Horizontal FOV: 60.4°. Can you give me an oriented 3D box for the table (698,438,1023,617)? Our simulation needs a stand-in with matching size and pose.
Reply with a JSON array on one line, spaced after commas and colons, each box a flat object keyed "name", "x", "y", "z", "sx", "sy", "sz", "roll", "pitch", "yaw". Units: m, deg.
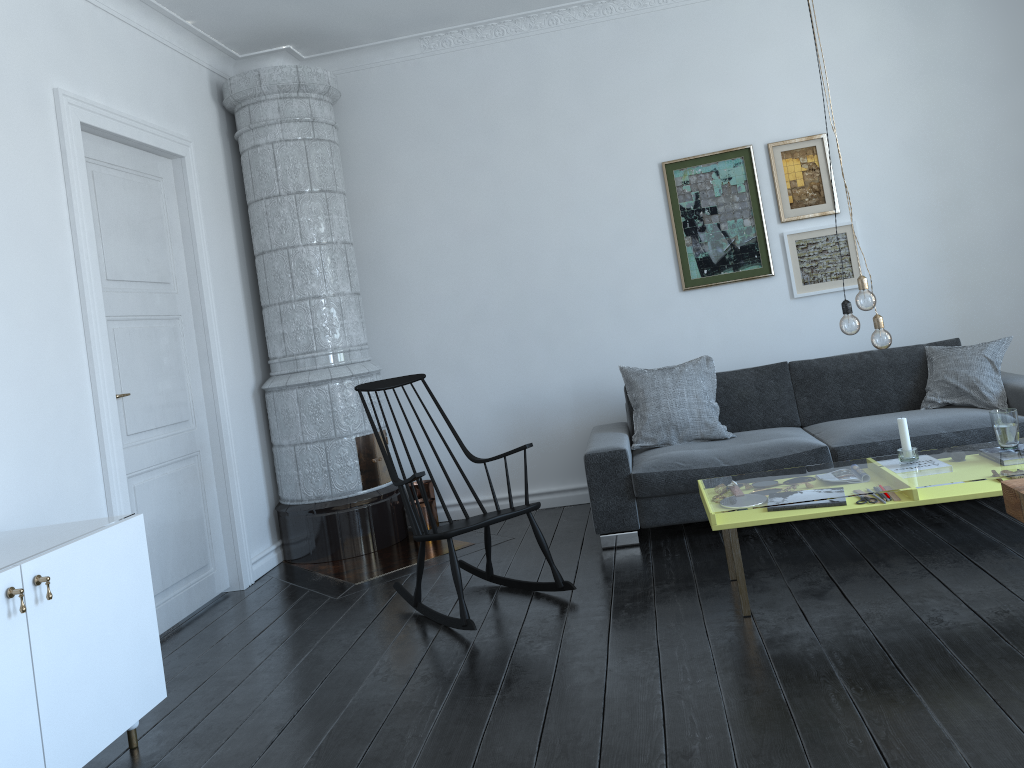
[{"name": "table", "x": 1.458, "y": 0.528, "z": 3.318, "sx": 1.397, "sy": 0.401, "sz": 0.601, "roll": -8, "pitch": 2, "yaw": 8}]

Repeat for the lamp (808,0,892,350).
[{"name": "lamp", "x": 1.280, "y": -0.871, "z": 3.354, "sx": 0.073, "sy": 1.505, "sz": 0.089, "roll": -11, "pitch": -4, "yaw": 32}]

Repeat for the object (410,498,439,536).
[{"name": "object", "x": -0.535, "y": 0.811, "z": 5.342, "sx": 0.174, "sy": 0.200, "sz": 0.171, "roll": -9, "pitch": 0, "yaw": -2}]

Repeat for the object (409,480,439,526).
[{"name": "object", "x": -0.557, "y": 0.761, "z": 5.527, "sx": 0.172, "sy": 0.282, "sz": 0.176, "roll": -9, "pitch": -1, "yaw": 8}]

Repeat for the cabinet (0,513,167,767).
[{"name": "cabinet", "x": -1.517, "y": 0.884, "z": 2.388, "sx": 0.588, "sy": 0.737, "sz": 1.203, "roll": -9, "pitch": 2, "yaw": 8}]

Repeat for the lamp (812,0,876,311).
[{"name": "lamp", "x": 1.218, "y": -1.017, "z": 3.343, "sx": 0.075, "sy": 1.505, "sz": 0.073, "roll": -7, "pitch": -4, "yaw": -35}]

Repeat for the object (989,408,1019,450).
[{"name": "object", "x": 1.912, "y": 0.175, "z": 3.408, "sx": 0.098, "sy": 0.147, "sz": 0.096, "roll": -8, "pitch": -1, "yaw": -31}]

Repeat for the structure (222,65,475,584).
[{"name": "structure", "x": -1.084, "y": -0.461, "z": 5.256, "sx": 0.783, "sy": 2.905, "sz": 1.255, "roll": -7, "pitch": -3, "yaw": -37}]

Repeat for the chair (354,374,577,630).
[{"name": "chair", "x": -0.276, "y": 0.457, "z": 3.903, "sx": 0.617, "sy": 1.010, "sz": 0.896, "roll": -8, "pitch": -1, "yaw": -37}]

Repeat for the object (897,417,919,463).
[{"name": "object", "x": 1.545, "y": 0.216, "z": 3.459, "sx": 0.074, "sy": 0.174, "sz": 0.075, "roll": -11, "pitch": -3, "yaw": 43}]

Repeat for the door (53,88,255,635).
[{"name": "door", "x": -1.730, "y": -0.087, "z": 4.296, "sx": 0.115, "sy": 2.488, "sz": 1.168, "roll": -9, "pitch": -2, "yaw": 9}]

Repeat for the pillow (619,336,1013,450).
[{"name": "pillow", "x": 1.637, "y": -0.001, "z": 4.820, "sx": 2.046, "sy": 0.495, "sz": 0.479, "roll": -8, "pitch": 0, "yaw": 12}]

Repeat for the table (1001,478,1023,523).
[{"name": "table", "x": 2.023, "y": 0.426, "z": 1.048, "sx": 2.221, "sy": 0.720, "sz": 1.020, "roll": -8, "pitch": 1, "yaw": 8}]

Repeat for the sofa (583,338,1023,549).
[{"name": "sofa", "x": 1.594, "y": 0.252, "z": 4.710, "sx": 2.366, "sy": 0.727, "sz": 1.086, "roll": -8, "pitch": 2, "yaw": 8}]

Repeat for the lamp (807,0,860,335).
[{"name": "lamp", "x": 1.169, "y": -0.927, "z": 3.358, "sx": 0.075, "sy": 1.505, "sz": 0.085, "roll": -7, "pitch": -4, "yaw": -31}]
